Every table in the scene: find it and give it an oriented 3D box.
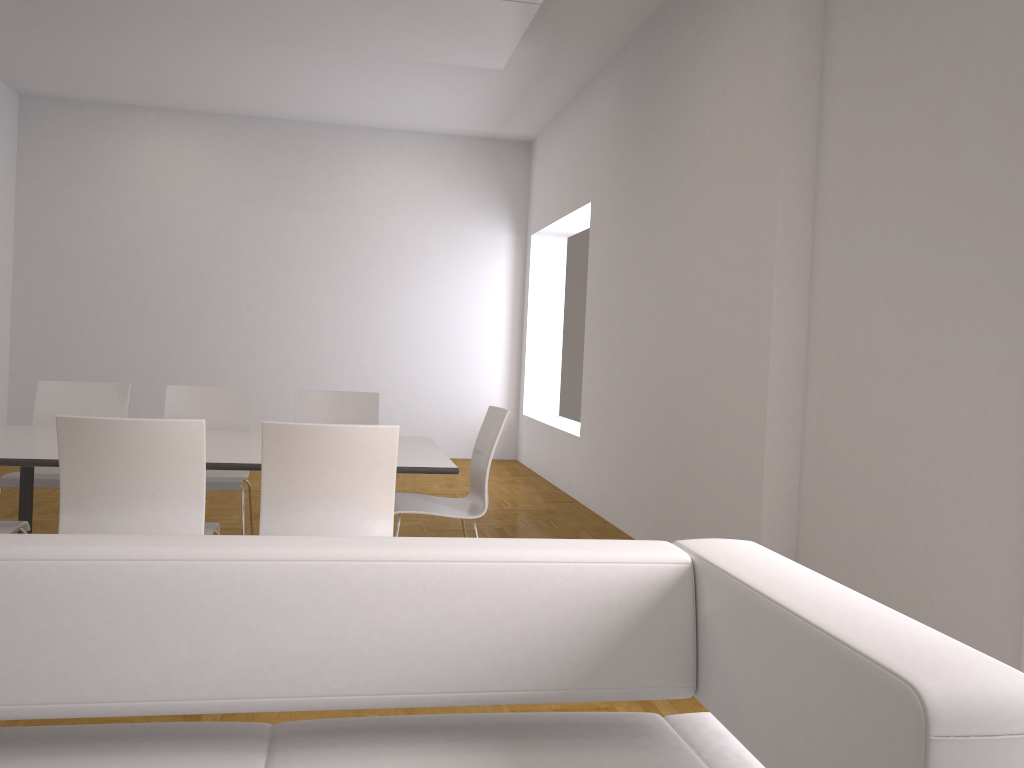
[{"bbox_3d":[-1.528,0.627,3.991,2.410,0.722,1.211,2,2,-11],"label":"table"}]

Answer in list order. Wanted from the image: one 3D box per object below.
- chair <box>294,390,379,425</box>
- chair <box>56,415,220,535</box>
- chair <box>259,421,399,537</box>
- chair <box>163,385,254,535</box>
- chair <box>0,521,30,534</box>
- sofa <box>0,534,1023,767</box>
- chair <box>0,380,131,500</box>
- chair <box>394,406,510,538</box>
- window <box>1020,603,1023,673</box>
[{"bbox_3d":[-0.981,0.518,4.886,0.561,0.931,0.576,2,1,-11],"label":"chair"},{"bbox_3d":[-1.347,0.565,3.229,0.561,0.931,0.576,2,1,-11],"label":"chair"},{"bbox_3d":[-0.699,0.590,3.355,0.561,0.931,0.576,2,1,-11],"label":"chair"},{"bbox_3d":[-1.669,0.491,4.753,0.561,0.931,0.576,2,1,-11],"label":"chair"},{"bbox_3d":[-2.035,0.538,3.096,0.561,0.931,0.576,2,1,-11],"label":"chair"},{"bbox_3d":[-0.735,0.700,1.171,2.622,0.848,0.823,2,2,-11],"label":"sofa"},{"bbox_3d":[-2.316,0.466,4.627,0.561,0.931,0.576,2,1,-11],"label":"chair"},{"bbox_3d":[-0.322,0.575,4.204,0.575,0.931,0.561,2,1,-11],"label":"chair"},{"bbox_3d":[2.021,0.000,1.126,0.195,2.527,3.352,2,2,-11],"label":"window"}]
